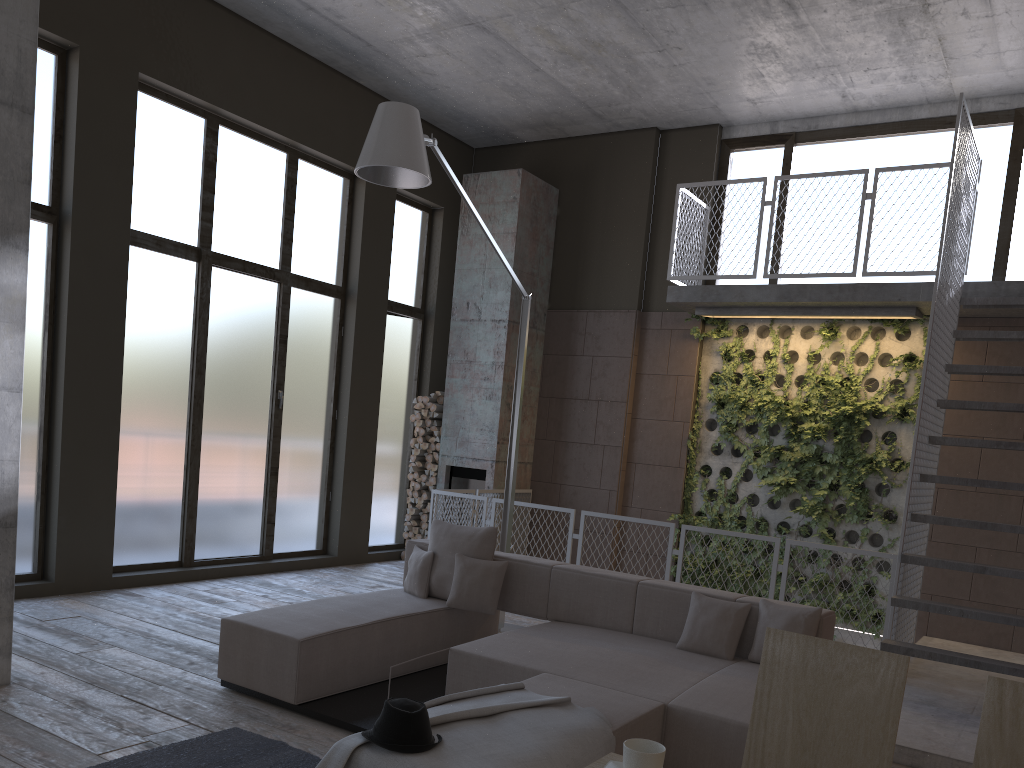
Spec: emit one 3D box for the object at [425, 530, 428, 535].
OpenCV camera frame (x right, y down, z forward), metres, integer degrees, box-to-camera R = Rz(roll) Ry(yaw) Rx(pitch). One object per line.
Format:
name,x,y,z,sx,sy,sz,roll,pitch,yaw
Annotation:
object,-0.897,1.797,10.631,0.067,0.067,0.424,6,-2,34

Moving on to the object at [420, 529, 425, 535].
object,-0.965,1.795,10.675,0.066,0.068,0.424,6,-2,34

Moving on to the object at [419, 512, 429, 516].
object,-0.995,1.575,10.673,0.064,0.075,0.361,6,-2,35

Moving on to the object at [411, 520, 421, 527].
object,-1.065,1.707,10.762,0.114,0.080,0.437,5,-3,34

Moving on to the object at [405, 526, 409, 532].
object,-1.156,1.789,10.792,0.066,0.085,0.427,7,-2,36

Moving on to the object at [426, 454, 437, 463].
object,-0.907,0.892,10.529,0.098,0.107,0.295,6,-2,32

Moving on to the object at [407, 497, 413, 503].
object,-1.129,1.423,10.794,0.079,0.108,0.438,7,-2,33

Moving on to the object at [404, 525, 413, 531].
object,-1.148,1.751,10.687,0.071,0.073,0.424,6,-2,34

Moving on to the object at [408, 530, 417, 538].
object,-1.093,1.833,10.778,0.090,0.090,0.457,6,-2,34

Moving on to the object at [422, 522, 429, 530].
object,-0.923,1.717,10.653,0.091,0.094,0.439,6,-2,34

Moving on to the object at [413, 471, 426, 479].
object,-1.027,1.115,10.714,0.090,0.090,0.457,6,-2,34

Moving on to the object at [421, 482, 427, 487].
object,-0.969,1.212,10.646,0.064,0.075,0.360,6,-2,31

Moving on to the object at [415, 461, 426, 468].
object,-0.998,0.990,10.697,0.114,0.080,0.437,5,-3,34

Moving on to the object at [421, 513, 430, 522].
object,-0.973,1.609,10.594,0.098,0.107,0.295,6,-2,32

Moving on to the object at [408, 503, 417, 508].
object,-1.143,1.524,10.819,0.069,0.119,0.366,7,-1,33

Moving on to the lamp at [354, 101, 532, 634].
lamp,-0.285,0.243,6.160,0.751,3.452,2.625,7,2,21

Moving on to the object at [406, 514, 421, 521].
object,-1.120,1.629,10.747,0.090,0.090,0.457,6,-2,35

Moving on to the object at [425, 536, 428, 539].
object,-0.927,1.868,10.526,0.100,0.103,0.294,6,-2,32

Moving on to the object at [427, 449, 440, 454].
object,-0.888,0.819,10.551,0.088,0.057,0.334,5,-3,34

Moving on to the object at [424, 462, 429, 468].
object,-0.906,0.983,10.651,0.100,0.087,0.364,5,-2,34

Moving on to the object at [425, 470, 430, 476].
object,-0.899,1.077,10.610,0.066,0.068,0.424,6,-2,34

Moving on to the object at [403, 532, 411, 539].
object,-1.171,1.858,10.824,0.091,0.093,0.439,6,-2,34

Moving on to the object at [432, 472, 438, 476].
object,-0.848,1.076,10.450,0.062,0.048,0.251,5,-3,32

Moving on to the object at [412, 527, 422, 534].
object,-1.029,1.781,10.713,0.093,0.084,0.481,6,-2,34

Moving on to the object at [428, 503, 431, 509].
object,-0.831,1.469,10.576,0.093,0.084,0.481,6,-2,34

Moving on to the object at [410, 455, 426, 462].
object,-1.053,0.911,10.683,0.090,0.090,0.457,6,-2,35

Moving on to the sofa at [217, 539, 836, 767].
sofa,-0.200,1.480,4.689,2.976,0.790,3.024,3,-3,33

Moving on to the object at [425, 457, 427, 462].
object,-0.931,0.926,10.705,0.103,0.103,0.293,6,-2,34

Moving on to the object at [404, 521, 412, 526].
object,-1.168,1.714,10.784,0.121,0.068,0.365,4,-3,32

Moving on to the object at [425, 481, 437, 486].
object,-0.885,1.203,10.587,0.121,0.068,0.365,4,-3,34

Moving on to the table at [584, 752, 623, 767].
table,2.099,1.389,0.360,5.150,0.930,1.014,3,-1,33

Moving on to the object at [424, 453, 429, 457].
object,-0.929,0.858,10.609,0.064,0.075,0.361,6,-2,35

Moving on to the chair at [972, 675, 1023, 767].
chair,0.928,1.217,1.624,0.345,1.205,0.723,9,4,38

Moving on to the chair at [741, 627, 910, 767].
chair,0.538,1.200,1.947,0.345,1.205,0.723,9,4,36

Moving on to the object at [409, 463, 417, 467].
object,-1.102,0.997,10.719,0.121,0.068,0.365,4,-3,32

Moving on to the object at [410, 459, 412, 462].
object,-1.089,0.931,10.741,0.066,0.071,0.425,6,-2,34

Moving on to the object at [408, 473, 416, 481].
object,-1.105,1.140,10.760,0.091,0.093,0.439,6,-2,34

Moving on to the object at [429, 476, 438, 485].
object,-0.861,1.151,10.462,0.100,0.103,0.294,6,-2,32

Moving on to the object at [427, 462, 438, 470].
object,-0.857,1.000,10.589,0.091,0.094,0.439,6,-2,34

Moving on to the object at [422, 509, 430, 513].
object,-0.954,1.536,10.616,0.088,0.057,0.334,5,-3,34

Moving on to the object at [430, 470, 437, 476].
object,-0.831,1.079,10.567,0.067,0.067,0.424,6,-2,34

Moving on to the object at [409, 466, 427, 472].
object,-1.082,1.034,10.622,0.071,0.073,0.424,6,-2,34

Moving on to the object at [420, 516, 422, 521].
object,-0.998,1.643,10.770,0.103,0.103,0.293,6,-2,34

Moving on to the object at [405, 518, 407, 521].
object,-1.155,1.648,10.806,0.066,0.071,0.425,6,-2,34
